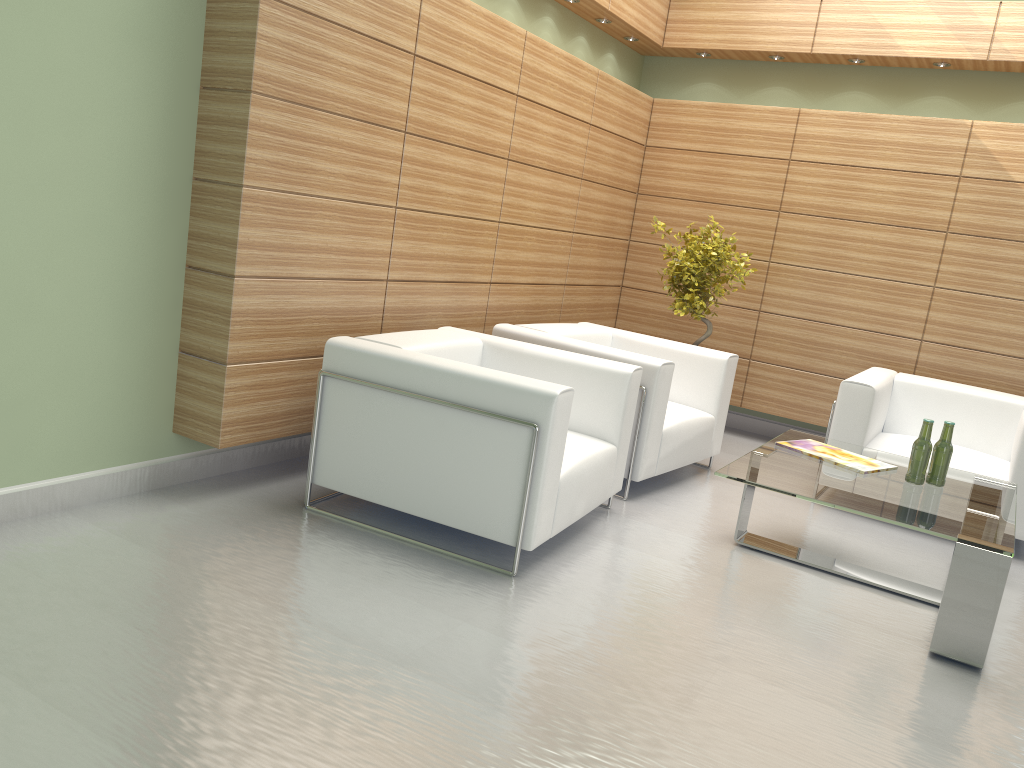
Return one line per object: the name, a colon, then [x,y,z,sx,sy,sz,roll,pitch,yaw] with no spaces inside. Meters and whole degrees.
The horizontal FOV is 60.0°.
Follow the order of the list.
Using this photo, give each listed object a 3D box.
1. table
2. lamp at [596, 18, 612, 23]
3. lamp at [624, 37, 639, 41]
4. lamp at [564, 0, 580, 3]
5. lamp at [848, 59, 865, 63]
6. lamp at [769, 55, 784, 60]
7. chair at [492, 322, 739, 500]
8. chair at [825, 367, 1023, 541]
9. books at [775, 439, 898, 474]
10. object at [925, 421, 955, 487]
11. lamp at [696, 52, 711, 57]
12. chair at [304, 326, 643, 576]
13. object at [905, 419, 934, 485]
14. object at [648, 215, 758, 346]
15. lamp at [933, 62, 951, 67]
table: [2.593,1.040,6.482,1.783,0.742,2.197,14,12,28]
lamp: [1.030,-4.093,9.931,0.181,0.074,0.181,9,10,1]
lamp: [1.434,-4.162,10.628,0.181,0.074,0.181,11,11,12]
lamp: [0.621,-4.022,9.224,0.181,0.074,0.181,11,11,12]
lamp: [3.900,-3.678,10.023,0.181,0.074,0.181,7,11,-10]
lamp: [3.123,-3.875,10.453,0.181,0.074,0.181,13,11,23]
chair: [0.969,0.169,8.640,1.769,1.234,1.894,15,12,33]
chair: [4.127,0.663,8.535,1.894,1.234,1.802,14,12,28]
books: [2.511,0.556,6.889,0.508,0.025,0.762,0,14,-40]
object: [3.114,0.503,6.419,0.131,0.475,0.131,7,10,-6]
lamp: [2.355,-4.069,10.878,0.181,0.074,0.181,13,11,23]
chair: [-0.205,0.364,6.643,1.802,1.234,1.894,13,11,23]
object: [2.943,0.486,6.376,0.131,0.475,0.131,7,10,-6]
object: [1.918,-0.617,9.908,1.201,2.565,1.116,8,10,-3]
lamp: [4.661,-3.485,9.603,0.181,0.074,0.181,13,11,23]
